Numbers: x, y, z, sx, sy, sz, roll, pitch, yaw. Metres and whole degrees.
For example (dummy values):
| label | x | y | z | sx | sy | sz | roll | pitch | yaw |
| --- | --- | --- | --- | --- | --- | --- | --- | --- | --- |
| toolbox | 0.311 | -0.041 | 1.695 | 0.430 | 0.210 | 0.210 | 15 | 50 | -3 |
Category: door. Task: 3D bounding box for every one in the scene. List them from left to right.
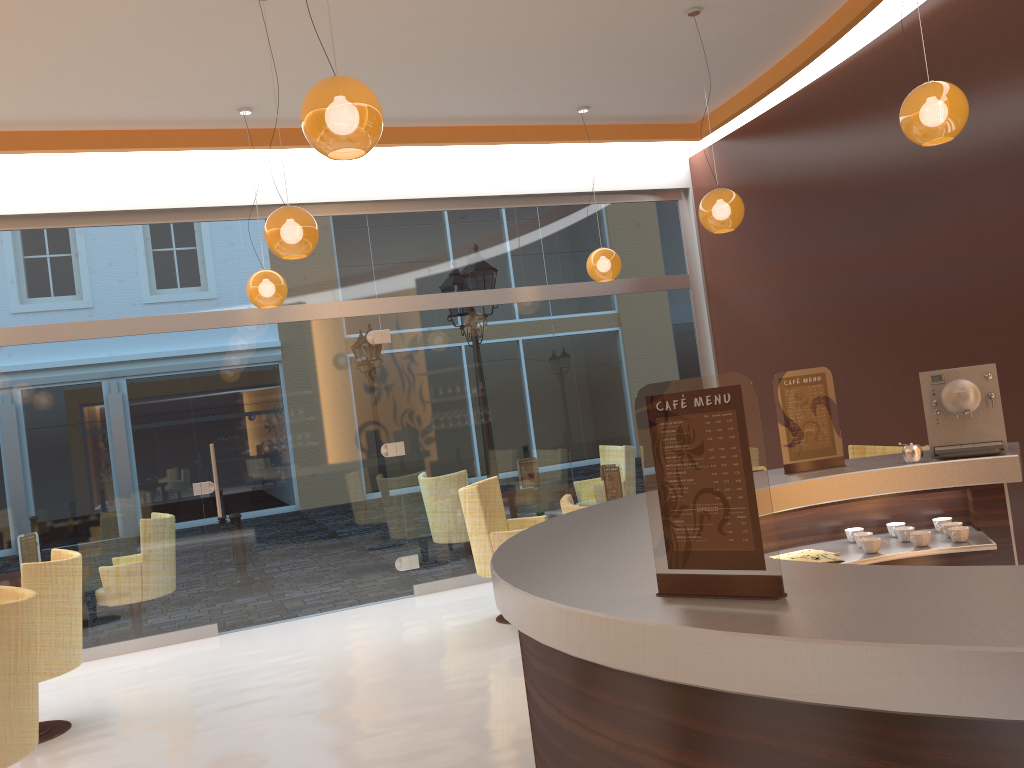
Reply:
| label | x | y | z | sx | sy | sz | roll | pitch | yaw |
| --- | --- | --- | --- | --- | --- | --- | --- | --- | --- |
| door | -1.782 | 0.714 | 7.531 | 1.640 | 2.499 | 0.020 | -7 | -2 | -20 |

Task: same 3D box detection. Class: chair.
| label | x | y | z | sx | sy | sz | roll | pitch | yaw |
| --- | --- | --- | --- | --- | --- | --- | --- | --- | --- |
| chair | -2.293 | 1.407 | 3.665 | 0.685 | 1.017 | 0.729 | -7 | -2 | -23 |
| chair | -2.817 | 1.521 | 5.130 | 0.685 | 1.017 | 0.729 | -7 | -2 | -17 |
| chair | 0.005 | 1.199 | 6.518 | 0.685 | 1.017 | 0.729 | -8 | -2 | 12 |
| chair | 0.674 | 1.051 | 4.576 | 0.685 | 1.017 | 0.729 | -6 | -2 | -42 |
| chair | 2.147 | 0.879 | 5.175 | 0.685 | 1.017 | 0.729 | -7 | -2 | -13 |

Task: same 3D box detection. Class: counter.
| label | x | y | z | sx | sy | sz | roll | pitch | yaw |
| --- | --- | --- | --- | --- | --- | --- | --- | --- | --- |
| counter | 0.859 | 0.926 | 2.698 | 1.586 | 1.100 | 2.917 | -8 | -2 | 25 |

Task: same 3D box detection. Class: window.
| label | x | y | z | sx | sy | sz | roll | pitch | yaw |
| --- | --- | --- | --- | --- | --- | --- | --- | --- | --- |
| window | -1.847 | 0.219 | 7.546 | 8.200 | 3.380 | 0.040 | -7 | -2 | -20 |

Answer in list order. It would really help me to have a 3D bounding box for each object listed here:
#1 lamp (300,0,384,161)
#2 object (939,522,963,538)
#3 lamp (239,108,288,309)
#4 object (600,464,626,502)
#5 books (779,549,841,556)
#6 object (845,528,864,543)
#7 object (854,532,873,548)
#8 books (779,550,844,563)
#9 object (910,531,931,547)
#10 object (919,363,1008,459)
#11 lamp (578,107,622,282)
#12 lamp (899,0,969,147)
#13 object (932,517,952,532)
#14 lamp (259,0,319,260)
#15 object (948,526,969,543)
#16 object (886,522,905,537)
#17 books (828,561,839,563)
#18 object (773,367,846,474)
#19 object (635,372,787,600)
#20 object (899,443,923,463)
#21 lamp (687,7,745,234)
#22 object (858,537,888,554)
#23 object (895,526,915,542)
| label | x | y | z | sx | sy | sz | roll | pitch | yaw |
| --- | --- | --- | --- | --- | --- | --- | --- | --- | --- |
| lamp | -0.698 | -1.579 | 3.254 | 0.299 | 1.500 | 0.299 | -6 | -2 | -42 |
| object | 1.642 | 0.546 | 3.308 | 0.073 | 0.050 | 0.086 | -9 | -2 | 38 |
| lamp | -1.907 | -1.315 | 6.635 | 0.299 | 1.500 | 0.299 | -9 | -3 | 44 |
| object | 0.753 | 0.764 | 6.593 | 0.042 | 0.335 | 0.209 | -6 | -3 | -45 |
| books | 1.090 | 0.638 | 3.306 | 0.193 | 0.009 | 0.189 | -7 | -2 | -21 |
| object | 1.336 | 0.590 | 3.449 | 0.073 | 0.050 | 0.086 | -7 | -2 | 1 |
| object | 1.327 | 0.588 | 3.334 | 0.073 | 0.050 | 0.086 | -7 | -2 | -14 |
| books | 1.078 | 0.633 | 3.213 | 0.185 | 0.016 | 0.188 | -7 | -2 | -5 |
| object | 1.484 | 0.564 | 3.215 | 0.073 | 0.050 | 0.086 | -8 | -2 | 25 |
| object | 1.783 | 0.106 | 3.511 | 0.270 | 0.340 | 0.373 | -8 | -2 | 25 |
| lamp | 0.706 | -1.624 | 7.593 | 0.299 | 1.500 | 0.299 | -9 | -2 | 38 |
| lamp | 1.915 | -1.887 | 4.212 | 0.299 | 1.500 | 0.299 | -6 | -2 | -42 |
| object | 1.668 | 0.547 | 3.429 | 0.073 | 0.050 | 0.086 | -8 | -2 | 13 |
| lamp | -1.303 | -1.447 | 4.944 | 0.299 | 1.500 | 0.299 | -7 | -2 | -9 |
| object | 1.618 | 0.546 | 3.204 | 0.073 | 0.050 | 0.086 | -8 | -2 | 13 |
| object | 1.500 | 0.569 | 3.452 | 0.073 | 0.050 | 0.086 | -7 | -2 | -5 |
| books | 1.064 | 0.638 | 3.220 | 0.187 | 0.011 | 0.189 | -7 | -2 | 0 |
| object | 1.213 | 0.146 | 3.632 | 0.258 | 0.414 | 0.052 | -7 | -2 | -6 |
| object | 0.365 | 0.194 | 1.684 | 0.258 | 0.414 | 0.052 | -9 | -2 | 39 |
| object | 1.554 | 0.266 | 3.440 | 0.075 | 0.077 | 0.075 | -9 | -2 | 39 |
| lamp | 1.310 | -1.755 | 5.903 | 0.299 | 1.500 | 0.299 | -6 | -2 | -42 |
| object | 1.305 | 0.587 | 3.218 | 0.086 | 0.050 | 0.073 | -7 | -2 | -9 |
| object | 1.484 | 0.568 | 3.336 | 0.073 | 0.050 | 0.086 | -7 | -2 | -15 |
